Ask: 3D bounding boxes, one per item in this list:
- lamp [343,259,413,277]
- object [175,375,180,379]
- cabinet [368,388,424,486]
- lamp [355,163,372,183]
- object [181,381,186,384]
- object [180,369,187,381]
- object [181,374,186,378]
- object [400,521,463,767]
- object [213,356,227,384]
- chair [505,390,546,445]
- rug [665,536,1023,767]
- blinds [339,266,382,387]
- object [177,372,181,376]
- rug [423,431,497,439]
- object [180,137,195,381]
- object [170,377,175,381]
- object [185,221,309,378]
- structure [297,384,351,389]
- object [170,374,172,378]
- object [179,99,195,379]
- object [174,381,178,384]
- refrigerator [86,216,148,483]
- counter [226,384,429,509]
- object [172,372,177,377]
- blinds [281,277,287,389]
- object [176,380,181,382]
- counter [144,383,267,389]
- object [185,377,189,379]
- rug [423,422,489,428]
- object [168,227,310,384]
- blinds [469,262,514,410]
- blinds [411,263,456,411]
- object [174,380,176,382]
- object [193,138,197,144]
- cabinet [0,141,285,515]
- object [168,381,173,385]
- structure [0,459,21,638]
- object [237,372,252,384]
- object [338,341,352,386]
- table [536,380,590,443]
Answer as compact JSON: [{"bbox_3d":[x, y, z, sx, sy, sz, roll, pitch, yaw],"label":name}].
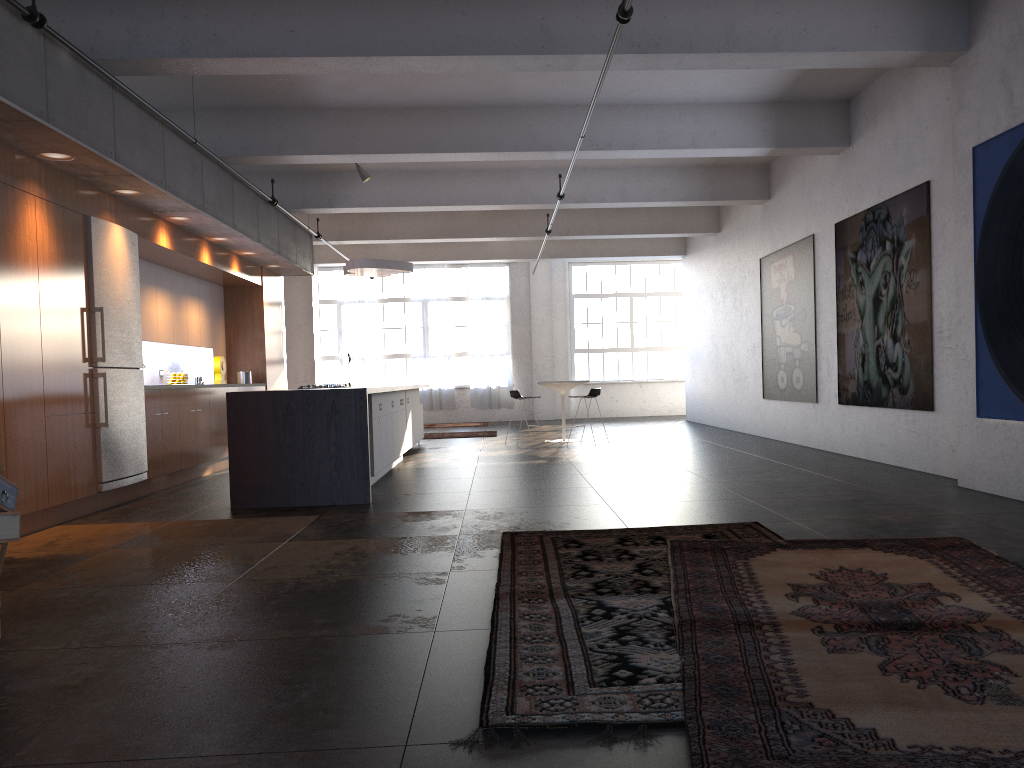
[{"bbox_3d":[-2.121,-1.731,13.274,1.056,0.130,1.028,-1,0,44],"label":"lamp"},{"bbox_3d":[-3.402,-1.151,7.667,0.057,2.191,5.584,-2,1,-12],"label":"object"},{"bbox_3d":[-1.807,0.545,11.232,0.923,0.930,5.636,-2,0,-1],"label":"cabinet"},{"bbox_3d":[-1.965,-2.799,11.672,0.225,0.287,0.130,-2,1,-19],"label":"lamp"},{"bbox_3d":[-3.457,-1.163,11.739,0.056,2.311,2.950,-1,1,18],"label":"object"},{"bbox_3d":[-4.120,-0.088,11.110,0.060,0.210,0.144,-2,1,-1],"label":"object"},{"bbox_3d":[-3.361,-1.151,7.061,0.054,2.170,6.816,-2,0,-9],"label":"object"},{"bbox_3d":[-2.694,1.190,7.562,19.779,0.001,27.142,-2,0,-2],"label":"object"},{"bbox_3d":[-3.870,-0.178,11.753,0.100,0.381,0.274,-2,1,-1],"label":"object"},{"bbox_3d":[0.190,0.537,13.552,0.513,0.896,0.456,-2,1,-25],"label":"chair"},{"bbox_3d":[1.474,0.913,3.407,1.866,0.048,3.539,-2,0,8],"label":"rug"},{"bbox_3d":[-3.588,-1.149,20.759,1.035,3.677,0.360,-2,2,-4],"label":"blinds"},{"bbox_3d":[-3.368,-1.159,5.559,0.059,2.165,9.842,-2,0,-7],"label":"object"},{"bbox_3d":[-1.720,0.949,16.204,2.890,0.029,1.850,-2,0,-3],"label":"rug"},{"bbox_3d":[-3.399,-1.161,9.311,0.054,2.229,2.372,-3,1,-26],"label":"object"},{"bbox_3d":[-3.975,-0.059,10.375,0.053,0.054,0.061,-2,1,-11],"label":"object"},{"bbox_3d":[-3.869,-0.106,10.478,0.057,0.060,0.053,-1,1,21],"label":"object"},{"bbox_3d":[-2.022,0.041,9.662,0.513,0.072,0.638,-2,0,-2],"label":"structure"},{"bbox_3d":[-3.998,-0.094,10.423,0.052,0.053,0.062,-3,1,-44],"label":"object"},{"bbox_3d":[-3.896,-0.068,10.454,0.050,0.053,0.065,-1,1,36],"label":"object"},{"bbox_3d":[-3.945,-0.008,10.398,0.051,0.055,0.060,-2,1,-11],"label":"object"},{"bbox_3d":[-3.490,-0.282,7.728,0.220,2.192,0.952,-2,1,-4],"label":"refrigerator"},{"bbox_3d":[-1.810,0.519,10.620,1.144,0.971,6.641,-2,0,-1],"label":"counter"},{"bbox_3d":[-3.957,-0.109,10.372,0.058,0.060,0.051,-1,1,32],"label":"object"},{"bbox_3d":[-5.091,-1.104,20.701,1.028,3.715,0.313,-2,2,-4],"label":"blinds"},{"bbox_3d":[-3.910,-0.033,10.377,0.052,0.053,0.061,-2,1,-20],"label":"object"},{"bbox_3d":[-4.282,0.046,10.414,1.610,0.039,4.450,-2,0,-1],"label":"counter"},{"bbox_3d":[-5.221,-1.074,4.699,0.061,2.211,11.906,-1,0,13],"label":"object"},{"bbox_3d":[-2.087,0.950,19.877,3.137,0.009,1.810,-2,0,-3],"label":"rug"},{"bbox_3d":[-5.384,0.531,4.074,0.943,1.215,13.261,-2,0,10],"label":"object"},{"bbox_3d":[-0.520,-1.260,20.936,1.033,3.753,0.341,-2,2,-5],"label":"blinds"},{"bbox_3d":[-1.889,-1.212,20.850,1.040,3.700,0.337,-2,2,-6],"label":"blinds"},{"bbox_3d":[-3.972,-0.048,10.438,0.061,0.053,0.052,-1,1,41],"label":"object"},{"bbox_3d":[-3.933,-0.064,10.496,0.052,0.053,0.062,-2,1,5],"label":"object"},{"bbox_3d":[-4.664,-0.355,9.637,2.383,2.563,8.088,-2,0,-1],"label":"cabinet"},{"bbox_3d":[-5.267,0.587,4.131,0.054,1.096,12.833,-1,0,12],"label":"object"},{"bbox_3d":[-2.332,0.403,2.904,0.639,1.316,1.909,-2,1,-1],"label":"structure"},{"bbox_3d":[-3.743,-0.086,12.397,0.194,0.170,0.186,-3,1,-43],"label":"object"},{"bbox_3d":[-3.571,0.054,18.786,1.182,1.920,1.053,-2,1,-2],"label":"object"},{"bbox_3d":[0.807,0.427,13.907,0.830,0.952,0.827,-2,1,-2],"label":"table"}]
